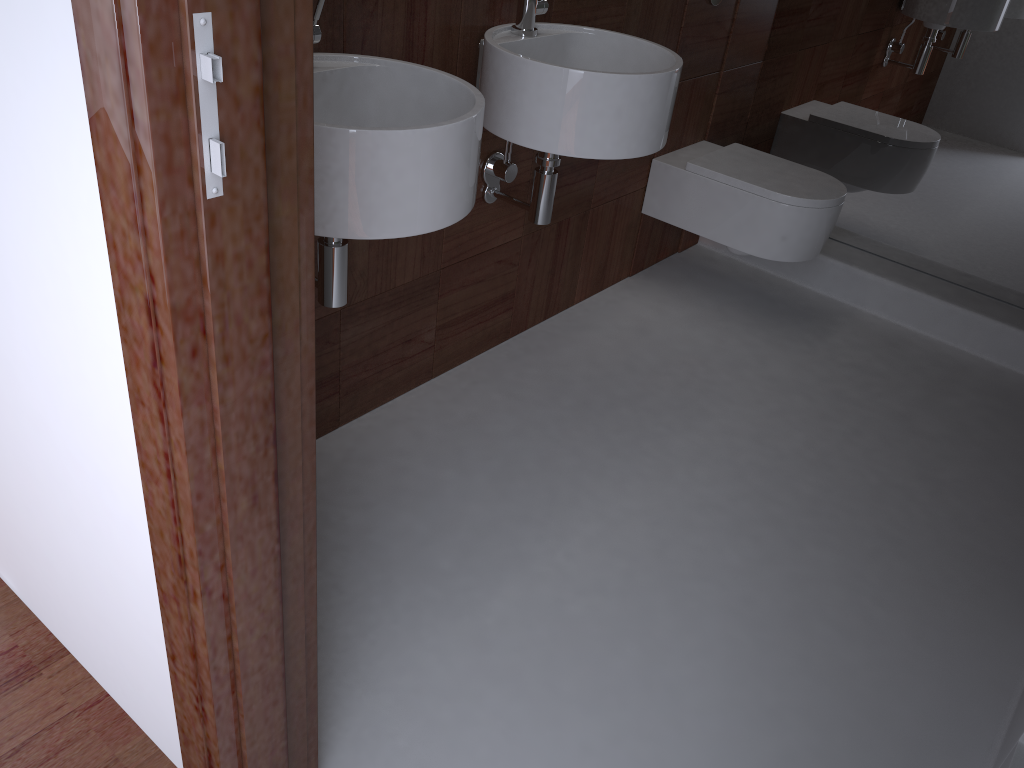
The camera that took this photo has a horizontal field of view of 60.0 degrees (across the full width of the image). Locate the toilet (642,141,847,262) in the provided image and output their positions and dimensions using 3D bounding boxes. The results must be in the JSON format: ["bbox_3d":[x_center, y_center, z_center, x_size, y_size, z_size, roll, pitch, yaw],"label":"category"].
[{"bbox_3d":[0.729,-0.538,2.764,0.547,0.284,0.329,29,38,29],"label":"toilet"}]

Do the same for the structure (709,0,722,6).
[{"bbox_3d":[0.608,-1.145,2.566,0.034,0.098,0.098,29,38,29],"label":"structure"}]

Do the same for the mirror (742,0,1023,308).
[{"bbox_3d":[1.483,-1.290,2.363,1.433,2.183,0.019,29,38,29],"label":"mirror"}]

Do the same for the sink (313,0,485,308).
[{"bbox_3d":[-0.256,-0.422,1.436,0.417,0.715,0.415,29,38,29],"label":"sink"}]

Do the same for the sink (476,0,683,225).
[{"bbox_3d":[0.141,-0.652,1.869,0.417,0.715,0.415,29,38,29],"label":"sink"}]
